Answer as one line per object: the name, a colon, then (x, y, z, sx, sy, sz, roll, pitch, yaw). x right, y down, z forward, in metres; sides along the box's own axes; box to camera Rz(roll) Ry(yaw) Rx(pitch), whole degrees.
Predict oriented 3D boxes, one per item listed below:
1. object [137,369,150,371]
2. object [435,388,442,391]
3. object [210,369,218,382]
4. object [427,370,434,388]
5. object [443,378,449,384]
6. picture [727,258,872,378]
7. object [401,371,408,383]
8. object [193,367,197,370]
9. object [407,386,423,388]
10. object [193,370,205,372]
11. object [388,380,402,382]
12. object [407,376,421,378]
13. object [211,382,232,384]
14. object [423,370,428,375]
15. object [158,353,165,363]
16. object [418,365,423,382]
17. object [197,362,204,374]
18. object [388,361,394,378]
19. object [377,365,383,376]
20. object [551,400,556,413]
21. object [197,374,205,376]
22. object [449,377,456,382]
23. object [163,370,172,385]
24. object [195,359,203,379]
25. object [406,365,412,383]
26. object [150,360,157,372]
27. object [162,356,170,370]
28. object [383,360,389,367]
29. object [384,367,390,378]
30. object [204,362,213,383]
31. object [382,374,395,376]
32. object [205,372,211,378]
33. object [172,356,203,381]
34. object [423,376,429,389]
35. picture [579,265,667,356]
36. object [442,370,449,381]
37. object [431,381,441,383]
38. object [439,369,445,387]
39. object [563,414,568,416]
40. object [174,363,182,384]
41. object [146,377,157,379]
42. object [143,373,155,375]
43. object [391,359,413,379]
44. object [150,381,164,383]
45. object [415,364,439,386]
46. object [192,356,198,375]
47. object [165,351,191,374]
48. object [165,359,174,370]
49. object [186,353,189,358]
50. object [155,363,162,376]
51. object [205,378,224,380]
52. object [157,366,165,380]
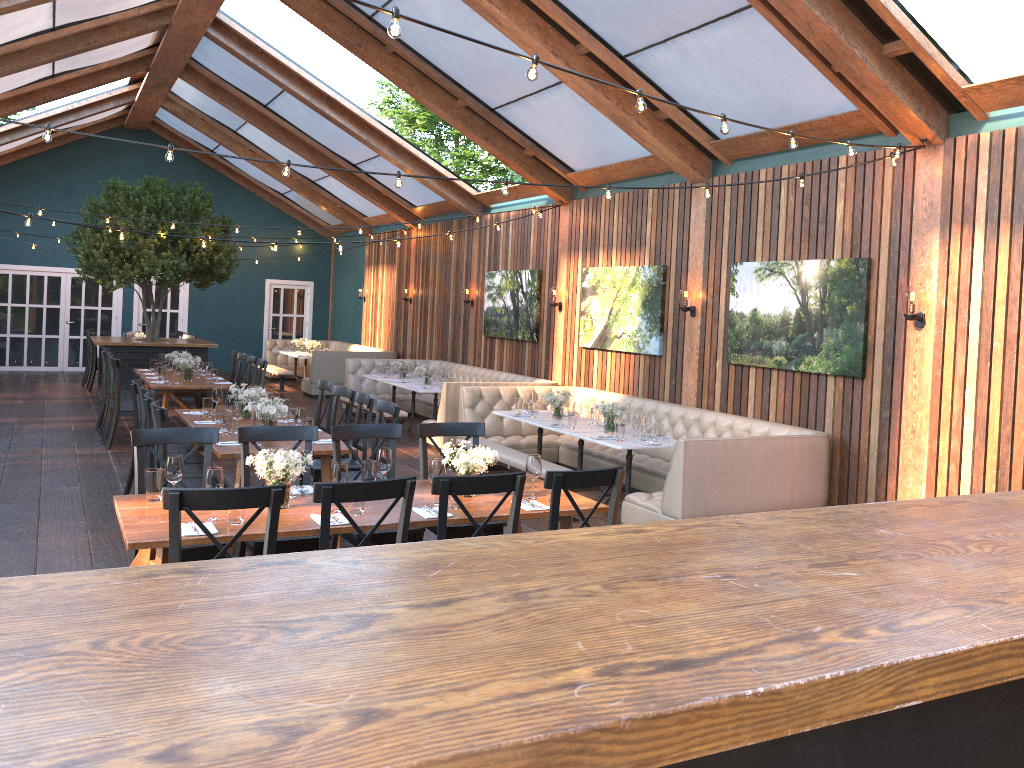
object: (-4.870, -0.187, 11.822, 0.255, 0.019, 0.158, 0, 5, -27)
object: (-0.924, 0.065, 11.719, 0.157, 0.019, 0.256, 0, 5, -27)
object: (-3.599, -0.100, 10.688, 0.092, 0.158, 0.092, 3, 2, 9)
object: (-1.095, -0.067, 11.851, 0.092, 0.244, 0.092, 2, 2, -25)
object: (-0.914, -0.046, 12.209, 0.092, 0.158, 0.092, 1, 3, -41)
picture: (2.548, -0.624, 8.032, 0.065, 0.996, 1.656, 2, 4, -28)
object: (-1.516, -0.095, 12.458, 0.092, 0.158, 0.092, 1, 3, -41)
object: (-4.363, -0.265, 12.207, 0.092, 0.158, 0.092, 3, 2, -1)
object: (-1.265, 0.036, 11.873, 0.255, 0.019, 0.158, 0, 5, -27)
object: (-4.266, -0.179, 12.070, 0.255, 0.019, 0.158, 0, 5, -27)
object: (-1.636, -0.041, 12.578, 0.255, 0.019, 0.158, 0, 5, -27)
object: (-1.517, -0.111, 13.466, 0.255, 0.019, 0.158, 0, 5, -27)
object: (-3.475, -0.014, 10.560, 0.255, 0.019, 0.158, 0, 5, -27)
object: (-1.261, -0.119, 12.874, 0.092, 0.158, 0.092, 1, 3, -41)
object: (-4.674, -0.288, 11.800, 0.092, 0.244, 0.092, 3, 2, 20)
object: (-1.306, -0.155, 12.775, 0.092, 0.244, 0.092, 3, 2, 20)
object: (-4.117, -0.212, 11.673, 0.092, 0.158, 0.092, 3, 2, -1)
object: (-1.816, -0.219, 13.245, 0.092, 0.244, 0.092, 3, 2, 20)
object: (-2.017, -0.209, 13.513, 0.092, 0.158, 0.092, 1, 3, -41)
object: (0.464, 0.242, 9.575, 0.092, 0.158, 0.092, 1, 3, -41)
object: (-3.988, -0.119, 11.560, 0.255, 0.019, 0.158, 0, 5, -27)
object: (-0.802, -0.009, 11.835, 0.092, 0.158, 0.092, 3, 2, 9)
object: (-3.961, -0.074, 10.173, 0.092, 0.158, 0.092, 3, 2, 9)
object: (-3.927, -0.194, 11.089, 0.092, 0.244, 0.092, 3, 2, 15)
object: (-1.466, -0.144, 12.556, 0.092, 0.244, 0.092, 3, 2, 20)
object: (-4.735, -0.238, 11.679, 0.092, 0.158, 0.092, 2, 2, -11)
object: (-4.408, -0.231, 11.270, 0.092, 0.244, 0.092, 2, 2, -30)
object: (-1.917, -0.243, 13.465, 0.092, 0.244, 0.092, 3, 2, 20)
object: (-1.866, -0.170, 13.147, 0.092, 0.158, 0.092, 1, 3, -41)
object: (-3.637, -0.137, 10.598, 0.092, 0.244, 0.092, 3, 1, -2)
object: (-1.902, -0.144, 13.632, 0.157, 0.019, 0.256, 0, 5, -27)
object: (-3.846, -0.156, 11.211, 0.092, 0.158, 0.092, 4, 2, 29)
object: (-3.944, -0.197, 10.741, 0.329, 0.309, 0.337, 3, 3, 10)
object: (-1.145, -0.018, 11.754, 0.092, 0.158, 0.092, 1, 3, -41)
picture: (1.275, -0.890, 10.460, 0.065, 0.996, 1.656, 2, 4, -28)
object: (-0.898, -0.060, 11.882, 0.092, 0.244, 0.092, 3, 2, 20)
object: (-1.147, -0.034, 12.757, 0.255, 0.019, 0.158, 0, 5, -27)
object: (-0.960, -0.083, 12.109, 0.092, 0.244, 0.092, 3, 2, 20)
object: (0.577, 0.327, 9.458, 0.255, 0.019, 0.158, 0, 5, -27)
object: (-3.895, -0.125, 10.306, 0.092, 0.244, 0.092, 2, 2, -25)
object: (-4.349, -0.078, 10.837, 0.255, 0.019, 0.158, 0, 5, -27)
object: (-4.575, -0.128, 11.296, 0.255, 0.019, 0.158, 0, 5, -27)
object: (-1.619, -0.232, 13.122, 0.336, 0.309, 0.330, 2, 3, -15)
object: (-4.082, -0.022, 10.320, 0.255, 0.019, 0.158, 0, 5, -27)
object: (-1.175, -0.139, 12.272, 0.336, 0.309, 0.330, 2, 3, -11)
object: (-4.144, -0.243, 11.573, 0.092, 0.244, 0.092, 2, 2, -30)
object: (-4.403, -0.298, 11.684, 0.336, 0.309, 0.330, 1, 4, -32)
object: (-4.189, -0.182, 10.819, 0.092, 0.244, 0.092, 2, 2, -25)
object: (-4.453, -0.302, 12.089, 0.092, 0.244, 0.092, 4, 2, 43)
object: (-4.461, -0.181, 11.157, 0.092, 0.158, 0.092, 2, 2, -21)
object: (-3.745, -0.071, 11.080, 0.255, 0.019, 0.158, 0, 5, -27)
object: (-4.243, -0.130, 10.685, 0.092, 0.158, 0.092, 3, 2, -1)
